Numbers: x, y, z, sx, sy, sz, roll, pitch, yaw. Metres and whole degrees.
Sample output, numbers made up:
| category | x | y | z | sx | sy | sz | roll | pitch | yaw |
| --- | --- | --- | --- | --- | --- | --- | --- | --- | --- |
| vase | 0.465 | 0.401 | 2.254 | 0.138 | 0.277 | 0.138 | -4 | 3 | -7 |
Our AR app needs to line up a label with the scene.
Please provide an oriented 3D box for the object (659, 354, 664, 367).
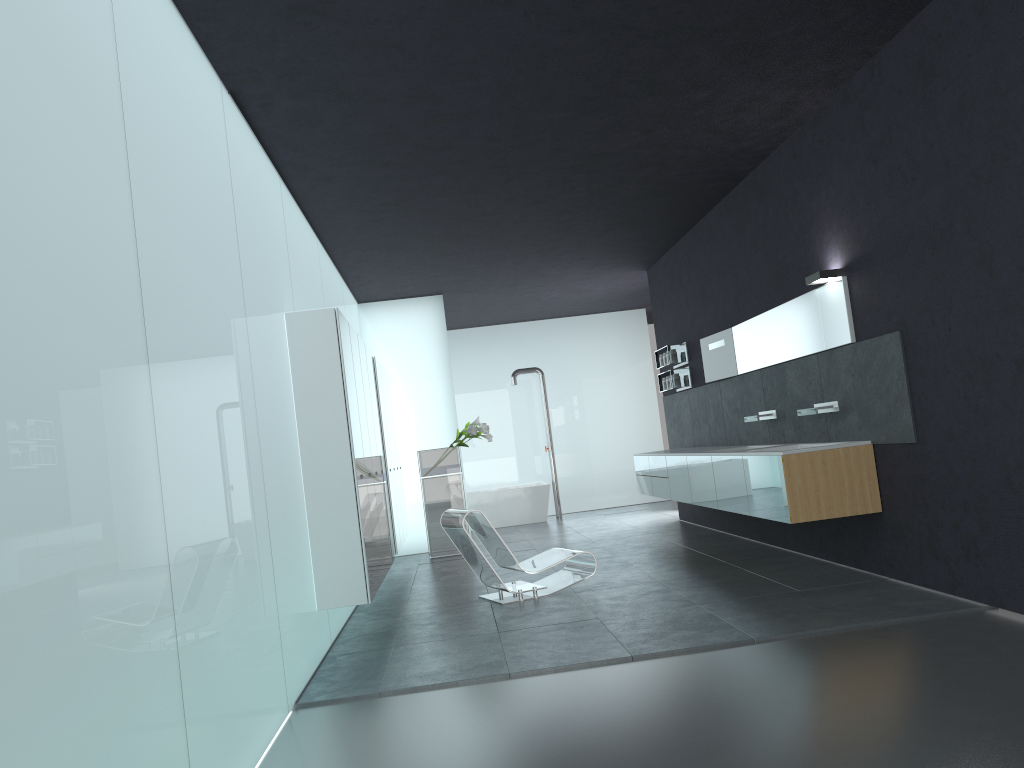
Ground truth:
| category | x | y | z | sx | sy | sz | roll | pitch | yaw |
| --- | --- | --- | --- | --- | --- | --- | --- | --- | --- |
| object | 2.116 | -0.322 | 12.410 | 0.096 | 0.184 | 0.068 | -6 | -3 | -13 |

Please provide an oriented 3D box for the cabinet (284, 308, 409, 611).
| category | x | y | z | sx | sy | sz | roll | pitch | yaw |
| --- | --- | --- | --- | --- | --- | --- | --- | --- | --- |
| cabinet | -1.574 | 0.789 | 9.569 | 0.398 | 2.213 | 6.013 | -7 | -4 | -4 |

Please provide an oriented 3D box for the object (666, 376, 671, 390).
| category | x | y | z | sx | sy | sz | roll | pitch | yaw |
| --- | --- | --- | --- | --- | --- | --- | --- | --- | --- |
| object | 2.170 | -0.015 | 12.179 | 0.096 | 0.184 | 0.068 | -7 | -3 | 5 |

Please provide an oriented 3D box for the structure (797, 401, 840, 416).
| category | x | y | z | sx | sy | sz | roll | pitch | yaw |
| --- | --- | --- | --- | --- | --- | --- | --- | --- | --- |
| structure | 2.619 | 0.214 | 7.625 | 0.186 | 0.088 | 0.483 | -7 | -4 | -4 |

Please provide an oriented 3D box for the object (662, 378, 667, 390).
| category | x | y | z | sx | sy | sz | roll | pitch | yaw |
| --- | --- | --- | --- | --- | --- | --- | --- | --- | --- |
| object | 2.155 | 0.002 | 12.393 | 0.096 | 0.184 | 0.068 | -6 | -3 | -13 |

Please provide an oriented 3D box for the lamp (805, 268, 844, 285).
| category | x | y | z | sx | sy | sz | roll | pitch | yaw |
| --- | --- | --- | --- | --- | --- | --- | --- | --- | --- |
| lamp | 2.537 | -0.870 | 7.207 | 0.198 | 0.066 | 0.277 | -7 | -4 | -4 |

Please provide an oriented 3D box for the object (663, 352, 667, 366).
| category | x | y | z | sx | sy | sz | roll | pitch | yaw |
| --- | --- | --- | --- | --- | --- | --- | --- | --- | --- |
| object | 2.130 | -0.340 | 12.196 | 0.096 | 0.184 | 0.068 | -7 | -3 | 5 |

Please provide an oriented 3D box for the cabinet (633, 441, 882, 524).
| category | x | y | z | sx | sy | sz | roll | pitch | yaw |
| --- | --- | --- | --- | --- | --- | --- | --- | --- | --- |
| cabinet | 2.284 | 0.985 | 9.643 | 0.734 | 0.556 | 5.591 | -7 | -4 | -4 |

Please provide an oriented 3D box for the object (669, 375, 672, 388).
| category | x | y | z | sx | sy | sz | roll | pitch | yaw |
| --- | --- | --- | --- | --- | --- | --- | --- | --- | --- |
| object | 2.183 | -0.030 | 11.992 | 0.096 | 0.184 | 0.068 | -7 | -3 | -6 |

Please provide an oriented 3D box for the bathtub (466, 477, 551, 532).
| category | x | y | z | sx | sy | sz | roll | pitch | yaw |
| --- | --- | --- | --- | --- | --- | --- | --- | --- | --- |
| bathtub | -0.290 | 2.168 | 16.219 | 1.977 | 0.858 | 0.962 | -7 | -4 | -4 |

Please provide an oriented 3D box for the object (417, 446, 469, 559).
| category | x | y | z | sx | sy | sz | roll | pitch | yaw |
| --- | --- | --- | --- | --- | --- | --- | --- | --- | --- |
| object | -0.957 | 1.657 | 12.546 | 0.585 | 1.489 | 0.576 | -7 | -3 | -4 |

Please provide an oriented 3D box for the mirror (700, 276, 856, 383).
| category | x | y | z | sx | sy | sz | roll | pitch | yaw |
| --- | --- | --- | --- | --- | --- | --- | --- | --- | --- |
| mirror | 2.528 | -0.438 | 8.864 | 0.109 | 0.532 | 3.728 | -7 | -4 | -6 |

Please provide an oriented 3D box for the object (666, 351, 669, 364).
| category | x | y | z | sx | sy | sz | roll | pitch | yaw |
| --- | --- | --- | --- | --- | --- | --- | --- | --- | --- |
| object | 2.143 | -0.355 | 12.008 | 0.096 | 0.184 | 0.068 | -7 | -3 | -6 |

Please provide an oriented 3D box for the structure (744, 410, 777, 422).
| category | x | y | z | sx | sy | sz | roll | pitch | yaw |
| --- | --- | --- | --- | --- | --- | --- | --- | --- | --- |
| structure | 2.522 | 0.329 | 9.038 | 0.186 | 0.088 | 0.483 | -7 | -4 | -4 |

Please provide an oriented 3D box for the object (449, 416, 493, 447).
| category | x | y | z | sx | sy | sz | roll | pitch | yaw |
| --- | --- | --- | --- | --- | --- | --- | --- | --- | --- |
| object | -0.766 | 0.851 | 12.456 | 1.024 | 0.778 | 0.976 | -6 | -4 | -12 |

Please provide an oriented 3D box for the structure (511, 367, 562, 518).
| category | x | y | z | sx | sy | sz | roll | pitch | yaw |
| --- | --- | --- | --- | --- | --- | --- | --- | --- | --- |
| structure | 0.445 | 1.124 | 16.330 | 0.642 | 2.868 | 0.123 | -7 | -3 | -5 |

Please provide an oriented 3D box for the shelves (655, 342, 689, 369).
| category | x | y | z | sx | sy | sz | roll | pitch | yaw |
| --- | --- | --- | --- | --- | --- | --- | --- | --- | --- |
| shelves | 2.180 | -0.373 | 12.135 | 0.265 | 0.285 | 0.771 | -7 | -4 | -4 |

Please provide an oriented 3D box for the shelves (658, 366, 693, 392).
| category | x | y | z | sx | sy | sz | roll | pitch | yaw |
| --- | --- | --- | --- | --- | --- | --- | --- | --- | --- |
| shelves | 2.220 | -0.049 | 12.118 | 0.265 | 0.285 | 0.771 | -7 | -4 | -4 |

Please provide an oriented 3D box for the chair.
| category | x | y | z | sx | sy | sz | roll | pitch | yaw |
| --- | --- | --- | --- | --- | --- | --- | --- | --- | --- |
| chair | 0.064 | 1.531 | 8.285 | 1.260 | 0.870 | 0.630 | -5 | -4 | -23 |
